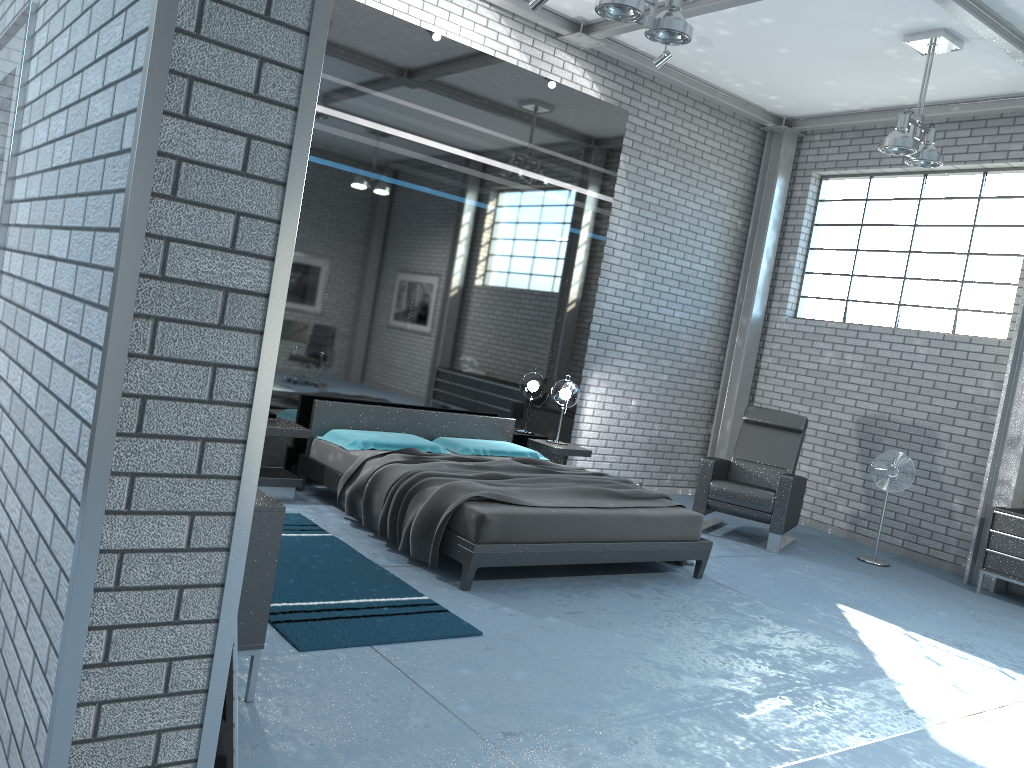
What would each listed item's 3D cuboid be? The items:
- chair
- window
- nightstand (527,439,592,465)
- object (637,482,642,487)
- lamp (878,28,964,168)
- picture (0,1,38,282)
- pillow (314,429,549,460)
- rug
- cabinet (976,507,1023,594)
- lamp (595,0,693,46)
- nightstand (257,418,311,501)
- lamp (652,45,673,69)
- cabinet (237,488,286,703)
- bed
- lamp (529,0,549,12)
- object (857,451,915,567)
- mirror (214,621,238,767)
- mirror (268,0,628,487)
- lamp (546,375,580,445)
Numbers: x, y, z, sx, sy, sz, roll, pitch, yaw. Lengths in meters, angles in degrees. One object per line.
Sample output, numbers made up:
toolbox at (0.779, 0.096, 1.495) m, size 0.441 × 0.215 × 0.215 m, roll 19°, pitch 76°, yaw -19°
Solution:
chair at (2.100, 0.760, 7.600) m, size 0.763 × 1.099 × 0.940 m, roll 11°, pitch 4°, yaw 27°
window at (3.742, -1.238, 8.323) m, size 0.100 × 1.500 × 2.200 m, roll 7°, pitch 4°, yaw -37°
nightstand at (0.371, 0.766, 7.629) m, size 0.400 × 0.501 × 0.400 m, roll 7°, pitch 4°, yaw -37°
object at (1.069, 1.003, 7.692) m, size 0.236 × 0.271 × 0.352 m, roll 11°, pitch 3°, yaw 17°
lamp at (2.993, -2.085, 6.470) m, size 0.639 × 0.872 × 0.300 m, roll 7°, pitch 4°, yaw -37°
picture at (-1.952, -0.751, 3.270) m, size 0.020 × 1.015 × 1.490 m, roll 7°, pitch 4°, yaw -37°
pillow at (-0.556, 0.469, 6.720) m, size 1.810 × 0.115 × 0.567 m, roll 7°, pitch 4°, yaw -37°
rug at (-1.098, 0.946, 4.590) m, size 0.886 × 0.012 × 2.060 m, roll 7°, pitch 4°, yaw -37°
cabinet at (4.498, 1.470, 6.098) m, size 0.510 × 0.682 × 2.250 m, roll 7°, pitch 4°, yaw -37°
lamp at (0.787, -2.363, 4.769) m, size 0.639 × 0.872 × 0.300 m, roll 7°, pitch 4°, yaw -37°
nightstand at (-1.678, 0.509, 6.049) m, size 0.400 × 0.501 × 0.400 m, roll 7°, pitch 4°, yaw -37°
lamp at (1.212, -2.695, 7.080) m, size 0.161 × 0.343 × 0.137 m, roll 11°, pitch 4°, yaw 22°
cabinet at (-1.678, 0.554, 3.719) m, size 0.510 × 0.682 × 2.250 m, roll 7°, pitch 4°, yaw -37°
bed at (-0.034, 0.708, 6.135) m, size 2.290 × 0.674 × 2.261 m, roll 7°, pitch 4°, yaw -37°
lamp at (0.197, -2.828, 6.296) m, size 0.167 × 0.332 × 0.137 m, roll 13°, pitch 5°, yaw 42°
object at (3.094, 1.017, 7.368) m, size 0.342 × 0.954 × 0.258 m, roll 11°, pitch 3°, yaw 18°
mirror at (-0.799, 0.644, 2.193) m, size 0.165 × 0.978 × 0.674 m, roll 7°, pitch 4°, yaw -37°
mirror at (-0.610, -0.888, 6.998) m, size 3.400 × 3.500 × 0.050 m, roll 7°, pitch 4°, yaw -37°
lamp at (0.443, 0.212, 7.671) m, size 0.259 × 0.596 × 0.250 m, roll 8°, pitch 4°, yaw -29°
